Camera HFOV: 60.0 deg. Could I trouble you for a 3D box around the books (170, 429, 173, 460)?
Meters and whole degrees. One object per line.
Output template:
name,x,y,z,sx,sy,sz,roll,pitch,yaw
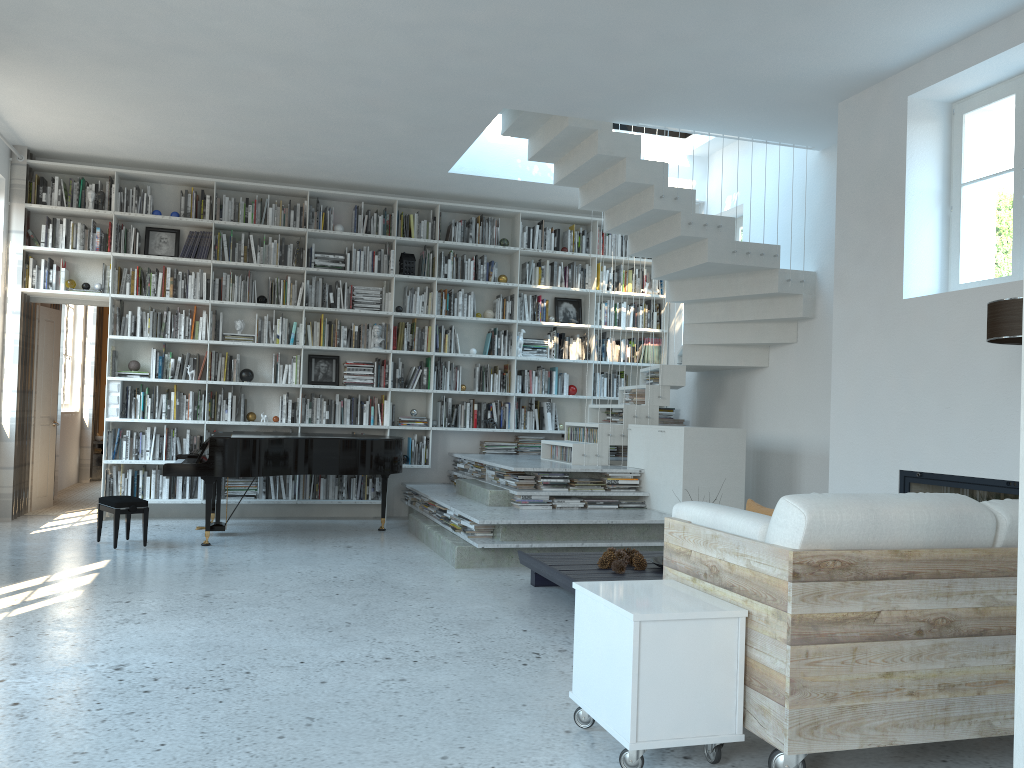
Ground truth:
books,-3.144,0.560,8.194,0.013,0.284,0.139,2,-1,-17

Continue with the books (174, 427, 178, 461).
books,-3.105,0.553,8.188,0.013,0.301,0.172,2,-1,-17

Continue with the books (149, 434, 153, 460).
books,-3.313,0.578,8.138,0.012,0.232,0.148,2,-1,-17

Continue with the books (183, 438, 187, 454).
books,-3.036,0.605,8.230,0.030,0.203,0.142,2,-2,-17

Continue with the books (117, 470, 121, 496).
books,-3.560,0.910,8.055,0.024,0.246,0.143,2,-1,-17

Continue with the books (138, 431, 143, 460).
books,-3.392,0.562,8.091,0.013,0.257,0.189,2,-2,-17

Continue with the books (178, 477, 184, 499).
books,-3.059,0.927,8.198,0.027,0.256,0.179,2,-2,-17

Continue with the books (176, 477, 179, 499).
books,-3.084,0.942,8.193,0.022,0.224,0.141,2,-1,-17

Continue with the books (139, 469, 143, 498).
books,-3.386,0.913,8.108,0.027,0.256,0.160,2,-1,-17

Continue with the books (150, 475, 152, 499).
books,-3.308,0.940,8.143,0.014,0.211,0.146,2,-1,-17

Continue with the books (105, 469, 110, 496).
books,-3.664,0.902,8.028,0.012,0.254,0.161,2,-1,-17

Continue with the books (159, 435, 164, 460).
books,-3.227,0.586,8.161,0.028,0.224,0.134,2,-1,-17

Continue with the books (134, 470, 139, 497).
books,-3.432,0.913,8.099,0.022,0.252,0.139,2,-1,-17

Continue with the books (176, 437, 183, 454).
books,-3.073,0.596,8.200,0.059,0.216,0.177,2,-2,-17

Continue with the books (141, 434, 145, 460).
books,-3.366,0.577,8.107,0.028,0.229,0.157,2,-1,-17

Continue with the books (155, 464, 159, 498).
books,-3.261,0.895,8.149,0.014,0.304,0.139,2,-1,-17

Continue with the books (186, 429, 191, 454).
books,-3.006,0.564,8.230,0.025,0.288,0.130,2,-1,-17

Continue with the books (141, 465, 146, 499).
books,-3.362,0.892,8.100,0.013,0.300,0.183,2,-1,-17

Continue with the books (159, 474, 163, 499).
books,-3.216,0.939,8.143,0.021,0.218,0.190,2,-2,-17

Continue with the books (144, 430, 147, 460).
books,-3.351,0.556,8.132,0.013,0.273,0.146,2,-1,-17

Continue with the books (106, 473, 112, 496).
books,-3.647,0.922,8.033,0.023,0.216,0.158,2,-2,-17

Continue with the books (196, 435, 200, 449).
books,-2.922,0.594,8.257,0.026,0.235,0.140,2,-1,-17

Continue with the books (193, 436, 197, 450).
books,-2.935,0.596,8.216,0.023,0.228,0.190,2,-2,-17

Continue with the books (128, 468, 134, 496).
books,-3.468,0.904,8.067,0.023,0.266,0.177,2,-1,-17

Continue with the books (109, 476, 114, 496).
books,-3.616,0.935,8.015,0.029,0.190,0.176,2,-2,-17

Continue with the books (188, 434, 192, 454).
books,-2.982,0.588,8.209,0.011,0.239,0.174,2,-2,-17

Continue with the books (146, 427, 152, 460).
books,-3.330,0.544,8.131,0.027,0.299,0.142,2,-1,-17

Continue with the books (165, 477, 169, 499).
books,-3.162,0.956,8.151,0.031,0.188,0.190,2,-2,-17

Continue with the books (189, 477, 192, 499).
books,-2.979,0.906,8.212,0.012,0.303,0.165,2,-1,-17

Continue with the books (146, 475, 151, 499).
books,-3.320,0.943,8.108,0.030,0.201,0.168,2,-2,-17

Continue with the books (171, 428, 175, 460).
books,-3.123,0.557,8.188,0.022,0.290,0.137,2,-1,-17

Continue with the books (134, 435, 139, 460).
books,-3.412,0.578,8.082,0.028,0.223,0.189,2,-2,-17

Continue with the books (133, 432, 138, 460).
books,-3.444,0.565,8.108,0.022,0.248,0.133,2,-1,-17

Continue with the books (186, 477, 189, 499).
books,-2.995,0.910,8.210,0.021,0.295,0.188,2,-1,-17

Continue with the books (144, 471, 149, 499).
books,-3.352,0.920,8.124,0.022,0.246,0.135,2,-1,-17

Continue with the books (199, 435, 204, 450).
books,-2.892,0.597,8.257,0.030,0.230,0.151,2,-1,-17

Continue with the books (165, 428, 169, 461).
books,-3.177,0.552,8.162,0.012,0.295,0.176,2,-1,-17

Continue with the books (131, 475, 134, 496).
books,-3.453,0.936,8.088,0.022,0.205,0.158,2,-2,-17

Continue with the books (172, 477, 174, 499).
books,-3.126,0.898,8.194,0.013,0.310,0.130,2,-1,-17

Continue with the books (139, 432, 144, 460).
books,-3.380,0.564,8.089,0.010,0.252,0.177,2,-2,-17

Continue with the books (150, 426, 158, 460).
books,-3.282,0.541,8.126,0.039,0.307,0.172,2,-1,-17

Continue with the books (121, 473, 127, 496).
books,-3.525,0.922,8.056,0.022,0.226,0.154,2,-1,-17

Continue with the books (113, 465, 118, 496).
books,-3.590,0.885,8.039,0.044,0.293,0.181,2,-1,-17

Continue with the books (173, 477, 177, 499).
books,-3.110,0.946,8.198,0.024,0.214,0.137,2,-1,-17

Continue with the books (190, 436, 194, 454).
books,-2.973,0.596,8.248,0.030,0.227,0.140,2,-1,-17

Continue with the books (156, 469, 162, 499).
books,-3.238,0.914,8.137,0.025,0.266,0.159,2,-1,-17

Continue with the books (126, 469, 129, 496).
books,-3.484,0.905,8.056,0.013,0.261,0.174,2,-1,-17

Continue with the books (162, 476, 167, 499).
books,-3.193,0.946,8.149,0.028,0.206,0.171,2,-2,-17

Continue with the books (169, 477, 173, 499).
books,-3.136,0.929,8.160,0.023,0.244,0.188,2,-2,-17

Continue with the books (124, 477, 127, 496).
books,-3.507,0.943,8.069,0.022,0.186,0.145,2,-2,-17

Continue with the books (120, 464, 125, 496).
books,-3.541,0.875,8.058,0.011,0.318,0.157,2,-1,-17

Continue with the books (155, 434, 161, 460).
books,-3.256,0.578,8.156,0.031,0.238,0.132,2,-1,-17

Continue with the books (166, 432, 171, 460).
books,-3.164,0.574,8.185,0.029,0.254,0.153,2,-1,-17

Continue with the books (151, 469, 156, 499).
books,-3.278,0.912,8.125,0.031,0.266,0.186,2,-2,-17

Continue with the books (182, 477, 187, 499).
books,-3.034,0.925,8.229,0.040,0.264,0.137,2,-1,-17

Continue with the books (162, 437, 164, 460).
books,-3.207,0.594,8.166,0.013,0.209,0.154,2,-2,-17

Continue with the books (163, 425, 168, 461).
books,-3.187,0.536,8.151,0.014,0.325,0.170,2,-1,-17

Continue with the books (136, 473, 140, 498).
books,-3.408,0.930,8.095,0.022,0.221,0.163,2,-2,-17
